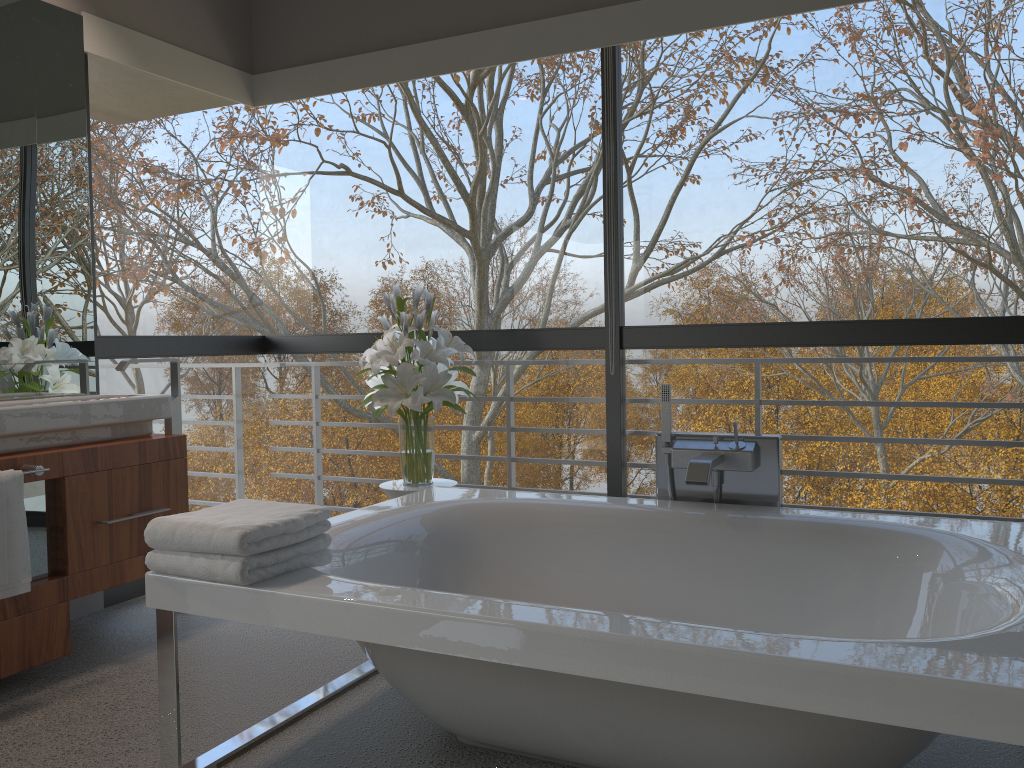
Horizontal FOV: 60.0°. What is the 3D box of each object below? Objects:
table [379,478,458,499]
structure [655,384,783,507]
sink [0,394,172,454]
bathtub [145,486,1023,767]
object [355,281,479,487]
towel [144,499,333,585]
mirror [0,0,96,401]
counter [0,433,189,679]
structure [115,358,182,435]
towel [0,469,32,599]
[{"bbox_3d":[-0.361,0.630,3.480,0.307,0.478,0.308,-1,2,10],"label":"table"},{"bbox_3d":[0.613,0.447,2.771,0.402,0.884,0.330,0,2,26],"label":"structure"},{"bbox_3d":[-1.581,0.072,3.033,0.352,0.266,0.750,0,3,26],"label":"sink"},{"bbox_3d":[0.312,0.662,2.253,1.958,0.504,1.328,0,3,26],"label":"bathtub"},{"bbox_3d":[-0.387,-0.006,3.457,0.460,0.795,0.450,-3,3,-36],"label":"object"},{"bbox_3d":[-0.643,0.376,2.111,0.322,0.145,0.305,0,3,29],"label":"towel"},{"bbox_3d":[-2.126,-0.566,2.687,0.253,1.617,1.791,0,3,26],"label":"mirror"},{"bbox_3d":[-1.766,0.584,2.537,0.524,0.704,1.849,0,3,26],"label":"counter"},{"bbox_3d":[-1.366,0.397,3.402,0.069,0.988,0.303,0,2,26],"label":"structure"},{"bbox_3d":[-1.493,0.436,2.481,0.079,0.368,0.302,0,3,27],"label":"towel"}]
